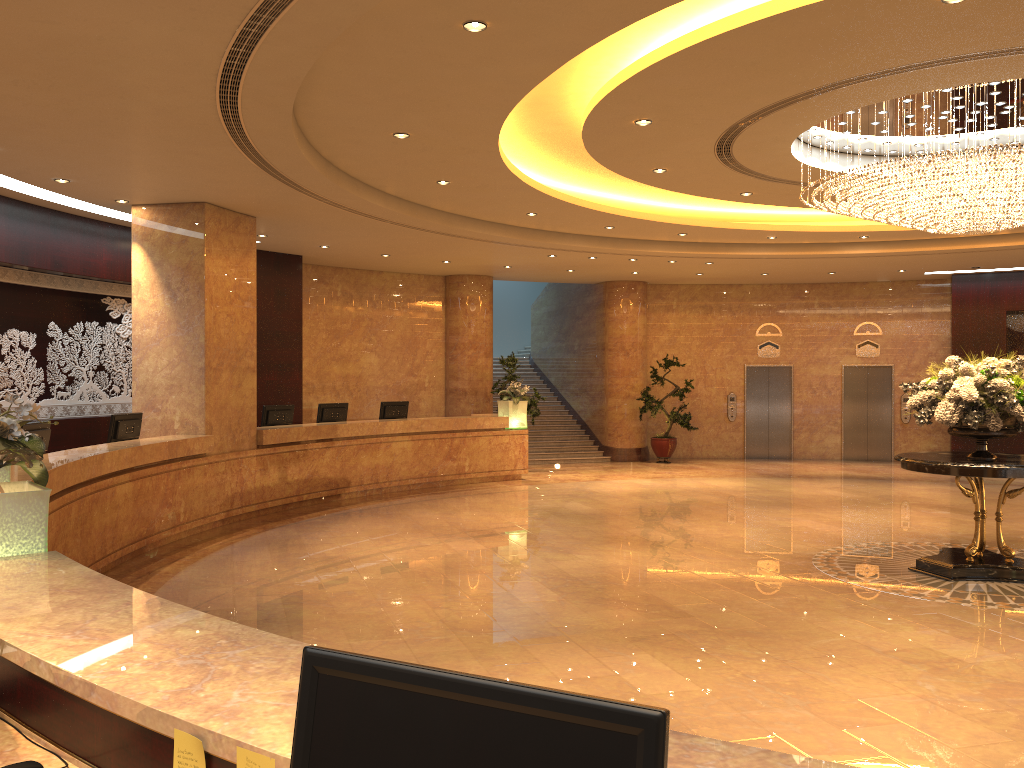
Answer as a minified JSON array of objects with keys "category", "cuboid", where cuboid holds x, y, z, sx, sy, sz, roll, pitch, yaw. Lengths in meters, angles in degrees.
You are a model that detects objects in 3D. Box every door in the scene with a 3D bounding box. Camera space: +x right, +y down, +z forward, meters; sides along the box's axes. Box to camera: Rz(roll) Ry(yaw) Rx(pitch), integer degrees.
[{"category":"door","cuboid":[5.835,0.634,20.189,1.070,2.145,0.150,0,0,7]},{"category":"door","cuboid":[7.912,0.640,19.738,1.070,2.149,0.150,0,0,18]}]

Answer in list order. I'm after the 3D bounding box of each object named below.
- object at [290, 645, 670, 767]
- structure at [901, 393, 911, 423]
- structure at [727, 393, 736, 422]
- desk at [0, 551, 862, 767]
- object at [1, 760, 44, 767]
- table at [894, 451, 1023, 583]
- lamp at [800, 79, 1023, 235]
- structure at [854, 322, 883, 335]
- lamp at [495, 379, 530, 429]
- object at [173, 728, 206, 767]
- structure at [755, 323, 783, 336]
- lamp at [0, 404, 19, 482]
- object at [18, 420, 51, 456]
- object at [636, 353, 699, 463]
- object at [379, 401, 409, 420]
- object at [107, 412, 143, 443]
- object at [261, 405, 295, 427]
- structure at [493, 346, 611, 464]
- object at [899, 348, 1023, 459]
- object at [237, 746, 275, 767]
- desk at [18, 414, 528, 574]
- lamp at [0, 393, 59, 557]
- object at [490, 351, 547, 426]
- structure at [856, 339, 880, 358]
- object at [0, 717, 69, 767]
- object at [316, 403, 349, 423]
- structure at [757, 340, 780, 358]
[{"category":"object","cuboid":[-0.077,0.666,1.249,0.430,0.500,0.531,0,0,-26]},{"category":"structure","cuboid":[8.619,0.535,19.409,0.200,0.661,0.053,0,0,22]},{"category":"structure","cuboid":[5.012,0.528,20.199,0.200,0.661,0.053,0,0,4]},{"category":"desk","cuboid":[-0.734,1.265,1.925,5.227,1.155,1.570,0,1,36]},{"category":"object","cuboid":[-1.147,0.865,1.787,0.279,0.081,0.411,0,1,37]},{"category":"table","cuboid":[4.463,1.247,8.479,1.493,1.089,1.493,0,0,-24]},{"category":"lamp","cuboid":[4.445,-2.042,8.506,3.204,1.196,3.206,0,0,19]},{"category":"structure","cuboid":[7.898,-1.234,19.673,0.600,0.293,0.010,0,0,18]},{"category":"lamp","cuboid":[0.058,0.356,16.191,0.606,0.897,0.532,0,1,-39]},{"category":"object","cuboid":[-0.658,0.768,1.803,0.112,0.112,0.010,0,1,37]},{"category":"structure","cuboid":[5.833,-1.239,20.131,0.600,0.293,0.010,0,0,7]},{"category":"lamp","cuboid":[-3.252,0.452,5.311,0.542,0.925,0.577,0,0,-16]},{"category":"object","cuboid":[-4.402,0.595,8.119,0.430,0.500,0.531,0,1,33]},{"category":"object","cuboid":[3.331,0.531,19.158,1.250,2.363,0.843,0,0,4]},{"category":"object","cuboid":[-2.002,0.543,15.031,0.531,0.500,0.430,0,0,-10]},{"category":"object","cuboid":[-4.385,0.580,10.039,0.430,0.500,0.531,0,1,44]},{"category":"object","cuboid":[-3.443,0.558,13.027,0.531,0.500,0.430,0,0,-21]},{"category":"structure","cuboid":[-0.117,-1.096,22.332,9.849,5.560,7.472,0,0,-18]},{"category":"object","cuboid":[4.441,0.205,8.443,1.318,0.999,1.277,0,0,13]},{"category":"object","cuboid":[-0.491,0.757,1.685,0.111,0.112,0.010,0,1,34]},{"category":"desk","cuboid":[-2.982,1.193,11.153,3.466,1.155,12.951,0,0,17]},{"category":"lamp","cuboid":[-2.167,0.465,3.574,0.580,0.923,0.570,0,0,-21]},{"category":"object","cuboid":[0.026,0.541,17.636,0.843,2.363,1.250,0,1,-37]},{"category":"structure","cuboid":[7.899,-0.788,19.678,0.504,0.405,0.012,0,0,18]},{"category":"object","cuboid":[-1.393,0.656,2.231,0.397,0.500,0.918,0,1,-36]},{"category":"object","cuboid":[-2.838,0.551,14.011,0.531,0.500,0.430,0,0,-15]},{"category":"structure","cuboid":[5.833,-0.792,20.136,0.504,0.405,0.012,0,0,7]}]
